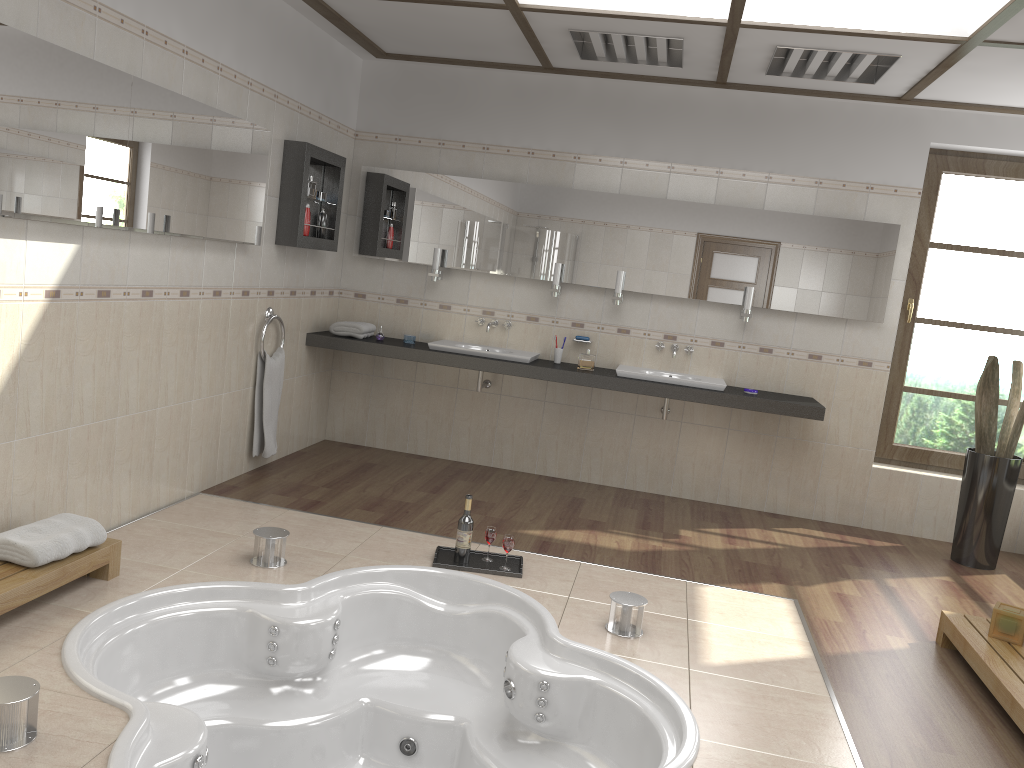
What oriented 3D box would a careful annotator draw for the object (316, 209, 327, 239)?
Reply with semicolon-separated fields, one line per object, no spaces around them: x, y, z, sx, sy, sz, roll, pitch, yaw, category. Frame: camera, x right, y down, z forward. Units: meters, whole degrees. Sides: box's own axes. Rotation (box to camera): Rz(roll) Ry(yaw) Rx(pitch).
-1.170;-0.988;5.462;0.050;0.184;0.050;10;8;21;object

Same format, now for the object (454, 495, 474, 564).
-0.211;0.652;4.003;0.070;0.307;0.070;4;8;-24;object

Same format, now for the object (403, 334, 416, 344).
-0.679;-0.297;5.856;0.072;0.053;0.102;5;7;-15;object

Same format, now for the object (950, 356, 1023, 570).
2.712;0.442;5.048;0.343;1.209;0.413;8;7;10;object

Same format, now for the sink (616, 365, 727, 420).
0.980;0.082;5.588;0.670;0.288;0.403;8;7;10;sink

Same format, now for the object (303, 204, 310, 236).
-1.208;-0.964;5.208;0.044;0.190;0.092;7;7;1;object

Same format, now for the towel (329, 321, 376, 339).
-1.052;-0.368;5.871;0.233;0.099;0.331;8;7;4;towel

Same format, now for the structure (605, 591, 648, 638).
0.448;0.902;3.472;0.150;0.131;0.150;9;7;14;structure

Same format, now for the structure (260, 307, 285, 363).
-1.389;-0.276;5.111;0.051;0.332;0.291;8;7;10;structure

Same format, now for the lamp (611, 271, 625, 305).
0.678;-0.609;5.625;0.068;0.215;0.131;8;7;10;lamp

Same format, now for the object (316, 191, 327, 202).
-1.170;-1.132;5.345;0.072;0.053;0.102;9;7;15;object

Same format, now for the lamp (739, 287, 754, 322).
1.459;-0.494;5.492;0.068;0.215;0.131;8;7;10;lamp

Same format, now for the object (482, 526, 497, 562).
-0.103;0.734;4.074;0.055;0.153;0.055;7;7;2;object

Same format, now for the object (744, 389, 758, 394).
1.458;0.045;5.418;0.083;0.020;0.083;10;8;23;object

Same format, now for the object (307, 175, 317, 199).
-1.181;-1.151;5.181;0.040;0.130;0.100;9;7;15;object

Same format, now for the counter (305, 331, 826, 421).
0.288;-0.081;5.654;3.220;0.080;0.510;8;7;10;counter

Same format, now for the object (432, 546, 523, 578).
-0.151;0.800;4.043;0.400;0.040;0.250;7;7;0;object

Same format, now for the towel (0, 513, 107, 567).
-1.649;0.553;3.156;0.233;0.099;0.331;9;7;14;towel

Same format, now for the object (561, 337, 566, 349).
0.315;-0.220;5.721;0.054;0.175;0.012;12;9;35;object

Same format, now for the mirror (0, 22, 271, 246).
-1.624;-0.845;2.899;0.005;0.600;3.600;8;7;10;mirror

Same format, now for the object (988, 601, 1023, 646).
1.978;0.952;3.529;0.120;0.120;0.120;12;9;34;object

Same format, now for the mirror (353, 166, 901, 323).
0.634;-0.913;5.670;3.430;0.600;0.005;8;7;10;mirror

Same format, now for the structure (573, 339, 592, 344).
0.461;-0.281;5.804;0.124;0.034;0.092;8;7;10;structure

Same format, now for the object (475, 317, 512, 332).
-0.137;-0.386;5.845;0.245;0.082;0.211;8;7;10;object

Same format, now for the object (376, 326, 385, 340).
-0.862;-0.336;5.822;0.059;0.094;0.059;8;7;4;object

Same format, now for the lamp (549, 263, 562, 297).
0.288;-0.667;5.691;0.068;0.215;0.131;8;7;10;lamp

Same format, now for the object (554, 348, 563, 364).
0.298;-0.182;5.735;0.058;0.100;0.058;10;8;20;object

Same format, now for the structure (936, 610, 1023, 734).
2.007;1.141;3.109;0.620;0.140;1.280;8;7;10;structure

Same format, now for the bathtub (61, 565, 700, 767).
-0.467;1.246;2.911;1.751;0.674;1.754;2;9;-35;bathtub

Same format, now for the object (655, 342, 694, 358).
1.034;-0.213;5.646;0.245;0.082;0.211;8;7;10;object

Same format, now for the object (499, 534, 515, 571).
-0.021;0.756;3.984;0.055;0.153;0.055;7;7;2;object

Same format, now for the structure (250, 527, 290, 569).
-1.016;0.686;3.721;0.150;0.131;0.150;10;8;19;structure

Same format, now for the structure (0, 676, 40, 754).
-1.288;0.838;2.254;0.150;0.131;0.150;7;7;-1;structure

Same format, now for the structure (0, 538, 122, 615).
-1.737;0.711;2.783;0.260;0.140;1.280;8;7;10;structure

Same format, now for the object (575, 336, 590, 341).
0.461;-0.299;5.792;0.090;0.027;0.060;9;7;12;object

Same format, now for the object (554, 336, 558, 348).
0.280;-0.224;5.710;0.050;0.178;0.012;1;10;-41;object

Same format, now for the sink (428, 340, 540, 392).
-0.190;-0.091;5.787;0.670;0.288;0.403;8;7;10;sink

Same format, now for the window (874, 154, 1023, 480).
2.955;-0.407;5.547;0.998;1.934;0.117;8;7;10;window

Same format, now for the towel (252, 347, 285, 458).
-1.403;0.108;5.162;0.101;0.634;0.280;8;7;7;towel

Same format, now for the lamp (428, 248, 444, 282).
-0.492;-0.782;5.824;0.068;0.215;0.131;8;7;10;lamp

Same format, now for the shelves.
-1.192;-1.103;5.292;0.135;0.585;0.608;8;7;10;shelves

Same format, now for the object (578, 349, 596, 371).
0.471;-0.154;5.568;0.100;0.130;0.040;5;7;-15;object
